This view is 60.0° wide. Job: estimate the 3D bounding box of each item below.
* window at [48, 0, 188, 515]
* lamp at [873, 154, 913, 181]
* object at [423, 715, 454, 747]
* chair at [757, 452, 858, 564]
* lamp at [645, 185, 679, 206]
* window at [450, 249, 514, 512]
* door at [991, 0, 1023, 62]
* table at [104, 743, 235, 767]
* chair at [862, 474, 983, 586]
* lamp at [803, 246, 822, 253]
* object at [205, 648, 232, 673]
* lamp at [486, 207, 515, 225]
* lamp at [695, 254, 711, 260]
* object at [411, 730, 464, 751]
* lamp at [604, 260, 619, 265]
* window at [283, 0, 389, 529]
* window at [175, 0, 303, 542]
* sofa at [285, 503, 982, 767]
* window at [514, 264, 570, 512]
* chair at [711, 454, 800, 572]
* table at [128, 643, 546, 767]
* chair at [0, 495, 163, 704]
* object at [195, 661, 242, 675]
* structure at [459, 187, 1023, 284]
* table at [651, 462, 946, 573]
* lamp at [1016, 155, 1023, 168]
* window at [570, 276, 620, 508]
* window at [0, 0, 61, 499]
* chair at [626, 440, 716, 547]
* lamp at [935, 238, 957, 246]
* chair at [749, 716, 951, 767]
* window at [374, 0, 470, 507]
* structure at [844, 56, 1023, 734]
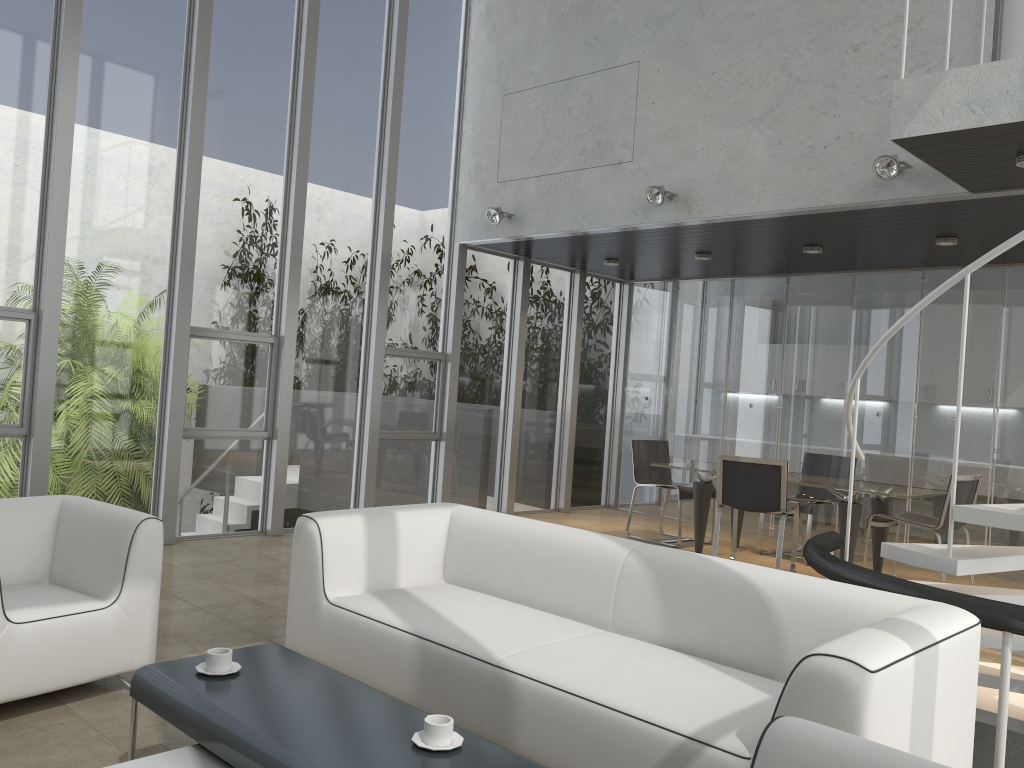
[{"bbox_3d":[-2.750,-1.687,6.328,0.010,5.650,0.741,4,-1,44],"label":"window"},{"bbox_3d":[2.380,-1.348,5.570,0.197,0.154,0.254,4,-1,44],"label":"lamp"},{"bbox_3d":[-0.189,0.894,2.293,0.075,0.057,0.090,4,0,2],"label":"object"},{"bbox_3d":[2.640,1.092,7.924,0.660,0.922,0.546,4,-1,-36],"label":"chair"},{"bbox_3d":[1.134,-1.426,6.769,0.197,0.154,0.254,4,-1,44],"label":"lamp"},{"bbox_3d":[-0.330,0.003,8.953,0.010,2.645,0.741,4,-1,44],"label":"window"},{"bbox_3d":[3.238,-2.485,5.085,0.800,2.100,0.100,4,-1,44],"label":"door"},{"bbox_3d":[-0.529,1.155,2.168,0.901,0.276,0.929,4,-1,44],"label":"table"},{"bbox_3d":[3.143,1.119,6.786,0.546,0.922,0.660,4,-1,-41],"label":"chair"},{"bbox_3d":[2.554,-1.138,7.530,0.149,0.038,0.149,4,0,-31],"label":"lamp"},{"bbox_3d":[-0.898,0.848,2.727,0.075,0.057,0.090,4,0,2],"label":"object"},{"bbox_3d":[-0.122,-1.504,7.958,0.197,0.154,0.228,4,-1,44],"label":"lamp"},{"bbox_3d":[1.783,-1.186,8.272,0.149,0.038,0.149,4,0,-31],"label":"lamp"},{"bbox_3d":[-0.192,0.920,2.285,0.130,0.014,0.136,4,0,-31],"label":"object"},{"bbox_3d":[1.012,-1.234,9.014,0.149,0.038,0.149,4,0,-31],"label":"lamp"},{"bbox_3d":[-1.489,-1.590,7.646,0.010,5.650,0.741,4,-1,44],"label":"window"},{"bbox_3d":[-2.109,-1.638,6.977,0.050,5.700,0.800,4,-1,44],"label":"window"},{"bbox_3d":[0.257,0.958,3.415,2.601,0.638,0.971,4,-1,44],"label":"sofa"},{"bbox_3d":[0.300,0.051,9.612,0.010,2.645,0.741,4,-1,44],"label":"window"},{"bbox_3d":[1.971,1.040,7.130,0.546,0.922,0.660,4,0,29],"label":"chair"},{"bbox_3d":[-0.478,1.103,2.399,1.420,0.390,0.532,4,-1,44],"label":"table"},{"bbox_3d":[-1.947,0.807,3.491,0.720,0.635,0.829,4,0,34],"label":"chair"},{"bbox_3d":[-0.900,0.874,2.720,0.130,0.014,0.136,4,0,-31],"label":"object"},{"bbox_3d":[-0.789,-2.017,5.442,9.817,6.605,10.665,4,-1,43],"label":"structure"},{"bbox_3d":[2.353,1.157,7.558,2.250,0.733,0.900,4,-1,44],"label":"table"},{"bbox_3d":[2.683,-1.151,4.570,0.149,0.038,0.149,4,0,-31],"label":"lamp"},{"bbox_3d":[0.931,0.100,10.272,0.010,2.645,0.741,4,-1,44],"label":"window"},{"bbox_3d":[-3.370,-1.735,5.658,0.050,5.700,0.800,4,-1,44],"label":"window"},{"bbox_3d":[1.503,1.017,8.371,0.546,0.922,0.660,4,-1,-41],"label":"chair"},{"bbox_3d":[3.325,-1.090,6.789,0.149,0.038,0.149,4,0,-31],"label":"lamp"},{"bbox_3d":[0.475,0.959,1.296,0.829,0.635,0.720,4,-1,-41],"label":"chair"},{"bbox_3d":[-0.847,-1.541,8.295,0.050,5.700,0.800,4,-1,44],"label":"window"},{"bbox_3d":[1.922,1.042,6.351,6.700,6.900,4.916,4,-1,44],"label":"structure"}]
